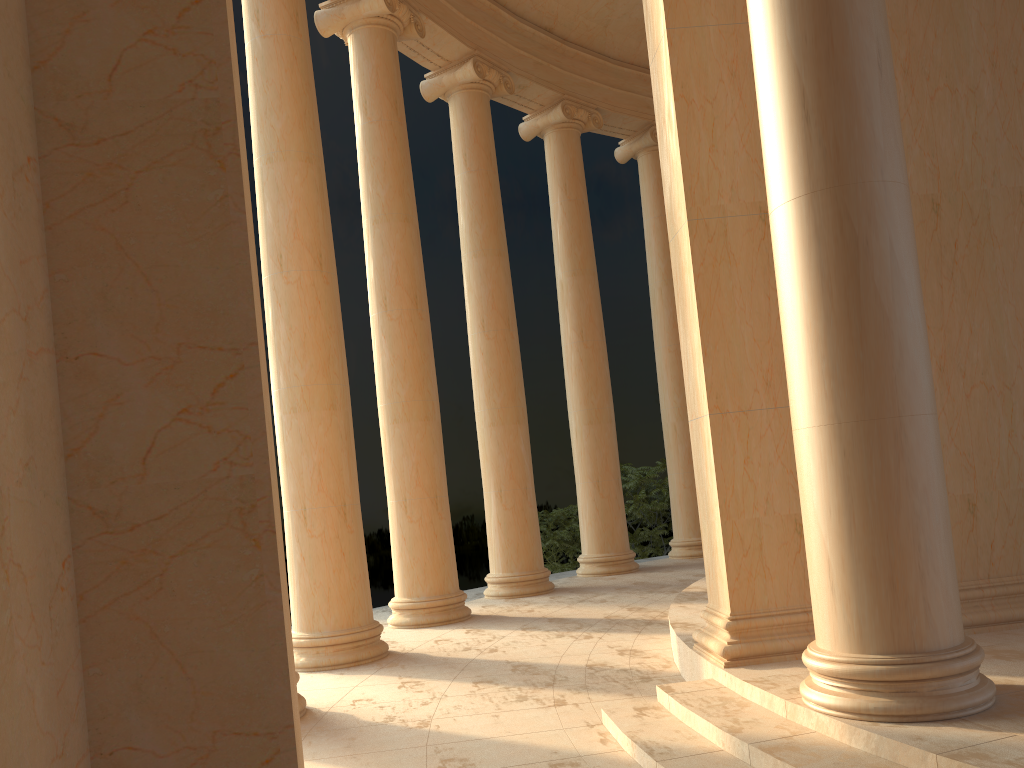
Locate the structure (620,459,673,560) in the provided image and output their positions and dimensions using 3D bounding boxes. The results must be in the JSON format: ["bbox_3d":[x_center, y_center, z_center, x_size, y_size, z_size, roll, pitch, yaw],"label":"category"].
[{"bbox_3d":[263.350,282.945,1606.117,247.095,298.512,238.648,-6,-4,-1],"label":"structure"}]

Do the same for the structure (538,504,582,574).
[{"bbox_3d":[75.881,304.953,1521.625,149.428,187.711,156.079,-6,-4,8],"label":"structure"}]
